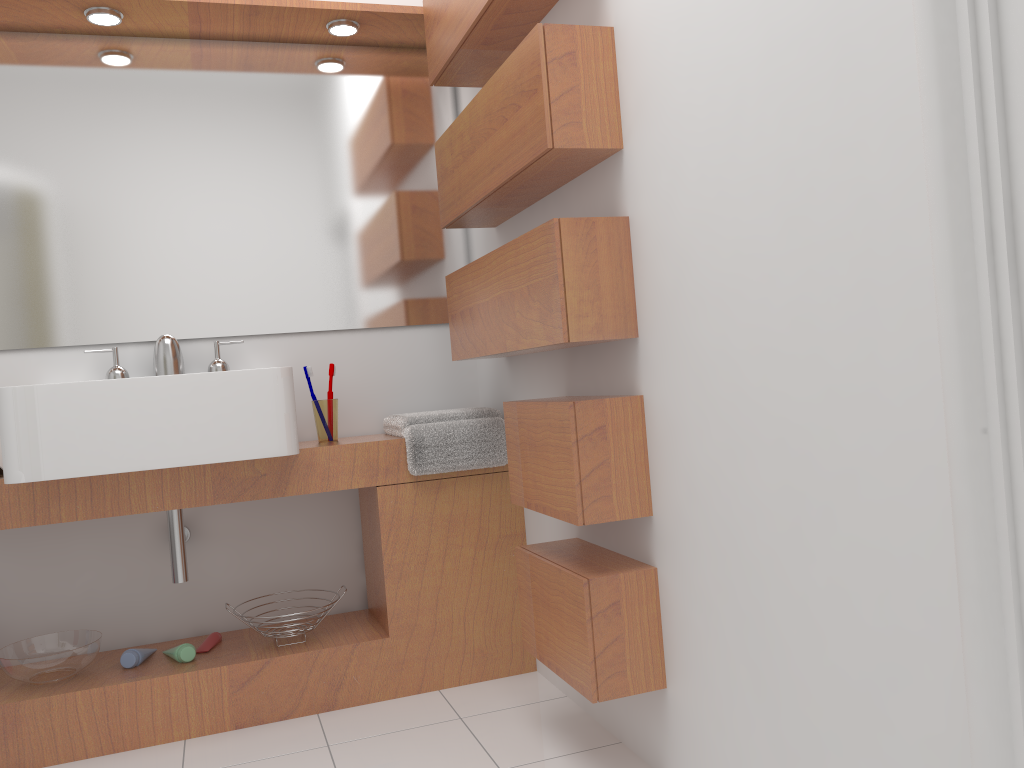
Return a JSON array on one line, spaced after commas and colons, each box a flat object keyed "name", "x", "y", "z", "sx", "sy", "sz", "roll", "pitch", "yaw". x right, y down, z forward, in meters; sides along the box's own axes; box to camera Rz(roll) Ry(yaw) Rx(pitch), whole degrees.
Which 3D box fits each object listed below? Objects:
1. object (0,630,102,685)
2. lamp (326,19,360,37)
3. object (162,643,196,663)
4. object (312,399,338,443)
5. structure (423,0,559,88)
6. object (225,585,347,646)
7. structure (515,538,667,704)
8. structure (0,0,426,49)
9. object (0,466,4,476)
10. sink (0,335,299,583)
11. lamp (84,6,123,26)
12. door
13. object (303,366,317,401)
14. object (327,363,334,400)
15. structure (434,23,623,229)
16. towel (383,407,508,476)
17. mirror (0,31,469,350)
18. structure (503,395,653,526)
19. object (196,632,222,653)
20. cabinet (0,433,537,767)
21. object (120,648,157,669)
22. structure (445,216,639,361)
[{"name": "object", "x": -1.199, "y": 0.722, "z": 2.311, "sx": 0.245, "sy": 0.090, "sz": 0.245, "roll": -4, "pitch": 1, "yaw": 43}, {"name": "lamp", "x": -0.498, "y": -1.050, "z": 2.615, "sx": 0.098, "sy": 0.018, "sz": 0.098, "roll": -5, "pitch": 1, "yaw": -39}, {"name": "object", "x": -0.908, "y": 0.722, "z": 2.420, "sx": 0.059, "sy": 0.052, "sz": 0.187, "roll": -5, "pitch": 1, "yaw": -34}, {"name": "object", "x": -0.541, "y": 0.111, "z": 2.589, "sx": 0.076, "sy": 0.130, "sz": 0.076, "roll": -4, "pitch": 1, "yaw": 24}, {"name": "structure", "x": -0.032, "y": -0.990, "z": 2.162, "sx": 0.165, "sy": 0.245, "sz": 0.860, "roll": -5, "pitch": 1, "yaw": -19}, {"name": "object", "x": -0.627, "y": 0.657, "z": 2.489, "sx": 0.291, "sy": 0.126, "sz": 0.291, "roll": -4, "pitch": 1, "yaw": 30}, {"name": "structure", "x": 0.161, "y": 0.503, "z": 1.965, "sx": 0.165, "sy": 0.245, "sz": 0.417, "roll": -5, "pitch": 1, "yaw": -19}, {"name": "structure", "x": -1.384, "y": -1.103, "z": 2.354, "sx": 2.606, "sy": 0.240, "sz": 0.287, "roll": -5, "pitch": 1, "yaw": -19}, {"name": "object", "x": -1.376, "y": 0.141, "z": 2.236, "sx": 0.182, "sy": 0.203, "sz": 0.059, "roll": -5, "pitch": 0, "yaw": 12}, {"name": "sink", "x": -0.916, "y": 0.195, "z": 2.335, "sx": 0.657, "sy": 0.673, "sz": 0.552, "roll": -5, "pitch": 1, "yaw": -19}, {"name": "lamp", "x": -1.109, "y": -0.998, "z": 2.409, "sx": 0.098, "sy": 0.018, "sz": 0.098, "roll": -5, "pitch": 0, "yaw": 2}, {"name": "door", "x": 0.636, "y": -0.139, "z": 0.571, "sx": 0.068, "sy": 1.885, "sz": 0.915, "roll": -5, "pitch": 1, "yaw": -19}, {"name": "object", "x": -0.566, "y": 0.059, "z": 2.592, "sx": 0.070, "sy": 0.228, "sz": 0.016, "roll": -5, "pitch": 0, "yaw": 7}, {"name": "object", "x": -0.534, "y": 0.054, "z": 2.619, "sx": 0.016, "sy": 0.231, "sz": 0.052, "roll": -4, "pitch": 1, "yaw": 21}, {"name": "structure", "x": 0.002, "y": -0.582, "z": 2.165, "sx": 0.165, "sy": 0.245, "sz": 0.860, "roll": -5, "pitch": 1, "yaw": -19}, {"name": "towel", "x": -0.203, "y": 0.164, "z": 2.640, "sx": 0.272, "sy": 0.140, "sz": 0.359, "roll": -5, "pitch": 1, "yaw": -19}, {"name": "mirror", "x": -1.377, "y": -0.542, "z": 2.484, "sx": 2.600, "sy": 0.887, "sz": 0.022, "roll": -5, "pitch": 1, "yaw": -19}, {"name": "structure", "x": 0.132, "y": 0.154, "z": 1.962, "sx": 0.165, "sy": 0.245, "sz": 0.417, "roll": -5, "pitch": 1, "yaw": -19}, {"name": "object", "x": -0.851, "y": 0.730, "z": 2.490, "sx": 0.042, "sy": 0.037, "sz": 0.133, "roll": -5, "pitch": 0, "yaw": 0}, {"name": "cabinet", "x": -0.783, "y": 0.550, "z": 2.467, "sx": 1.635, "sy": 0.719, "sz": 0.355, "roll": -5, "pitch": 1, "yaw": -19}, {"name": "object", "x": -1.021, "y": 0.731, "z": 2.423, "sx": 0.059, "sy": 0.052, "sz": 0.187, "roll": -5, "pitch": 0, "yaw": -7}, {"name": "structure", "x": 0.033, "y": -0.202, "z": 2.169, "sx": 0.165, "sy": 0.245, "sz": 0.860, "roll": -5, "pitch": 1, "yaw": -19}]
